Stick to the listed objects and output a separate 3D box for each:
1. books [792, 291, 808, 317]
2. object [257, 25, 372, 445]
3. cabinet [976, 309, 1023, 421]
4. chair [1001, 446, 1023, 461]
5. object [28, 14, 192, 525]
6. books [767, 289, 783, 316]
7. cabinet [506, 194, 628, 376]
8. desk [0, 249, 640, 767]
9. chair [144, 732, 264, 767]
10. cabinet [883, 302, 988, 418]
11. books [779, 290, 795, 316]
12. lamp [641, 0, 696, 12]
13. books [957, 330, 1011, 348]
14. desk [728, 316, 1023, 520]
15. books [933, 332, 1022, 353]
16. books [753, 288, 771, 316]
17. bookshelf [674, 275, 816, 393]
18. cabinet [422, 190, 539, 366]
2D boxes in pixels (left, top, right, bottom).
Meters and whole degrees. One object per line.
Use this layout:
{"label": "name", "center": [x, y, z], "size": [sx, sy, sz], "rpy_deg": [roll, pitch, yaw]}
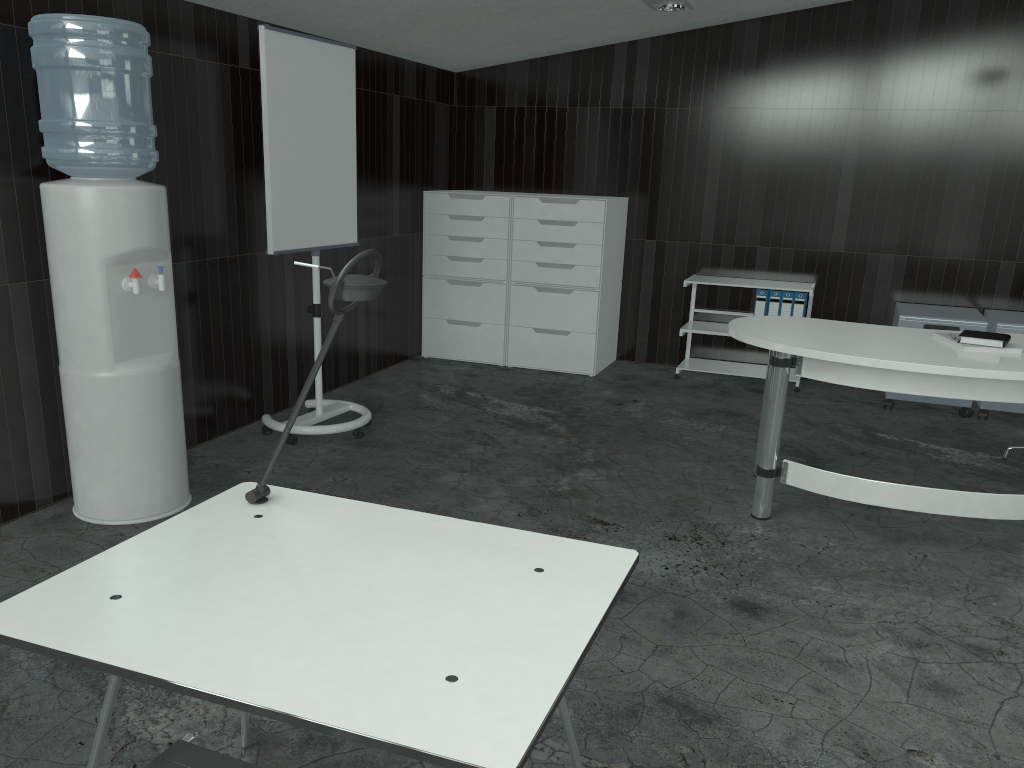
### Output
{"label": "books", "center": [1.863, -0.517, 5.758], "size": [0.072, 0.320, 0.262], "rpy_deg": [8, 16, 19]}
{"label": "object", "center": [-0.960, -0.741, 4.287], "size": [0.560, 2.091, 0.553], "rpy_deg": [-2, 16, -16]}
{"label": "cabinet", "center": [3.063, -0.113, 5.291], "size": [0.502, 0.648, 0.598], "rpy_deg": [7, 16, 19]}
{"label": "chair", "center": [2.812, 0.060, 4.276], "size": [0.587, 0.825, 0.560], "rpy_deg": [-7, 18, -30]}
{"label": "object", "center": [-1.468, -0.417, 3.266], "size": [0.436, 1.967, 0.436], "rpy_deg": [5, 15, 9]}
{"label": "books", "center": [1.722, -0.535, 5.807], "size": [0.072, 0.320, 0.262], "rpy_deg": [8, 16, 19]}
{"label": "cabinet", "center": [0.382, -0.785, 6.155], "size": [0.639, 1.292, 0.587], "rpy_deg": [8, 16, 19]}
{"label": "desk", "center": [-0.299, 0.435, 1.530], "size": [0.900, 1.321, 0.700], "rpy_deg": [8, 16, 19]}
{"label": "chair", "center": [-0.470, 0.797, 1.224], "size": [0.428, 0.765, 0.555], "rpy_deg": [8, 16, 21]}
{"label": "cabinet", "center": [2.582, -0.177, 5.460], "size": [0.502, 0.648, 0.598], "rpy_deg": [7, 16, 19]}
{"label": "books", "center": [1.792, -0.526, 5.783], "size": [0.072, 0.320, 0.262], "rpy_deg": [8, 16, 19]}
{"label": "lamp", "center": [0.749, -3.676, 3.580], "size": [0.212, 3.595, 0.600], "rpy_deg": [8, 16, 19]}
{"label": "books", "center": [1.807, -0.193, 3.392], "size": [0.164, 0.032, 0.183], "rpy_deg": [12, 18, 32]}
{"label": "desk", "center": [1.634, 0.224, 3.527], "size": [1.600, 0.818, 0.910], "rpy_deg": [6, 16, 14]}
{"label": "books", "center": [1.799, -0.181, 3.442], "size": [0.210, 0.021, 0.297], "rpy_deg": [3, 15, 3]}
{"label": "books", "center": [1.641, -0.546, 5.836], "size": [0.072, 0.320, 0.262], "rpy_deg": [8, 16, 19]}
{"label": "bookshelf", "center": [1.548, -0.386, 5.905], "size": [0.817, 0.739, 0.403], "rpy_deg": [8, 16, 19]}
{"label": "cabinet", "center": [-0.224, -0.866, 6.368], "size": [0.639, 1.292, 0.587], "rpy_deg": [8, 16, 19]}
